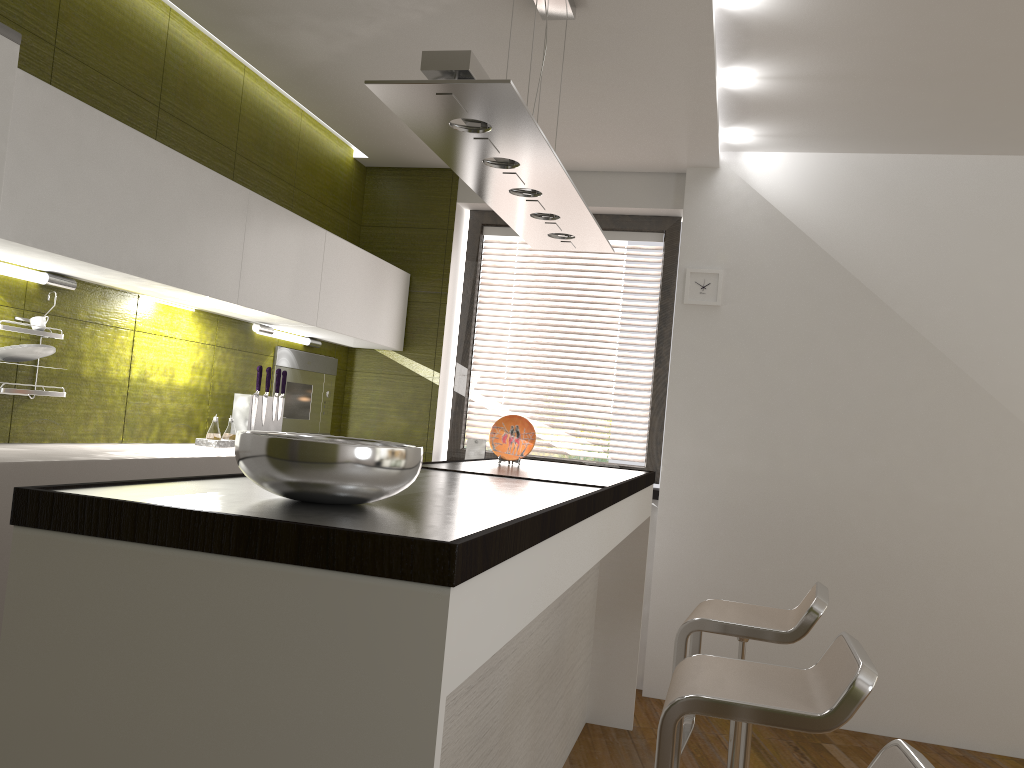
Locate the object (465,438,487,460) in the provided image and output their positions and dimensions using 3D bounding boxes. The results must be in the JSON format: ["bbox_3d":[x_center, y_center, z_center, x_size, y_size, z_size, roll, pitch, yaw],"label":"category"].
[{"bbox_3d":[-0.199,0.383,4.821,0.106,0.169,0.057,5,-3,9],"label":"object"}]

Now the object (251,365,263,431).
[{"bbox_3d":[-1.101,0.088,3.800,0.013,0.339,0.046,5,-3,14],"label":"object"}]

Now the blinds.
[{"bbox_3d":[-1.571,-2.765,8.608,16.000,12.704,9.030,7,-3,-36],"label":"blinds"}]

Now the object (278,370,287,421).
[{"bbox_3d":[-1.043,0.053,4.014,0.013,0.231,0.040,5,-3,14],"label":"object"}]

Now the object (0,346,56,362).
[{"bbox_3d":[-1.449,-0.089,2.620,0.173,0.052,0.181,5,-3,14],"label":"object"}]

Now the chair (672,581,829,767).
[{"bbox_3d":[0.753,1.062,2.878,0.460,0.857,0.418,4,-3,19],"label":"chair"}]

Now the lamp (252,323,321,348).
[{"bbox_3d":[-1.068,-0.228,4.256,0.095,0.041,0.716,5,-3,14],"label":"lamp"}]

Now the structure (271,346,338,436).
[{"bbox_3d":[-1.058,0.075,4.533,0.015,0.469,0.663,5,-3,14],"label":"structure"}]

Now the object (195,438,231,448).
[{"bbox_3d":[-1.204,0.238,3.571,0.107,0.032,0.107,5,-3,15],"label":"object"}]

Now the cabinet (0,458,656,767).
[{"bbox_3d":[-0.086,0.832,2.580,0.663,1.134,2.947,5,-3,14],"label":"cabinet"}]

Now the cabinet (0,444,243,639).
[{"bbox_3d":[-1.159,0.797,3.476,0.465,1.086,2.940,5,-3,14],"label":"cabinet"}]

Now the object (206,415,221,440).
[{"bbox_3d":[-1.199,0.184,3.574,0.059,0.121,0.059,7,-3,-30],"label":"object"}]

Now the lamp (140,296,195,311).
[{"bbox_3d":[-1.320,-0.307,3.410,0.008,0.008,0.334,5,-3,14],"label":"lamp"}]

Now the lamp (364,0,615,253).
[{"bbox_3d":[0.072,-0.915,2.695,0.326,0.683,1.677,5,-3,14],"label":"lamp"}]

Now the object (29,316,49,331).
[{"bbox_3d":[-1.459,-0.185,2.726,0.046,0.053,0.051,8,-4,-44],"label":"object"}]

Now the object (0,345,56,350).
[{"bbox_3d":[-1.449,-0.092,2.620,0.173,0.052,0.181,5,-3,14],"label":"object"}]

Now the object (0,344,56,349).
[{"bbox_3d":[-1.450,-0.095,2.621,0.173,0.052,0.181,5,-3,14],"label":"object"}]

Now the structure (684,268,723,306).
[{"bbox_3d":[0.960,-0.485,4.446,0.180,0.180,0.026,5,-3,14],"label":"structure"}]

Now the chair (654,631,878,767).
[{"bbox_3d":[0.551,1.007,2.058,0.460,0.857,0.418,5,-3,14],"label":"chair"}]

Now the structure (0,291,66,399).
[{"bbox_3d":[-1.465,-0.127,2.679,0.110,0.346,0.266,5,-3,14],"label":"structure"}]

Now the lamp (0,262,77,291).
[{"bbox_3d":[-1.522,-0.345,2.544,0.041,0.041,0.715,5,-3,14],"label":"lamp"}]

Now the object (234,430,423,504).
[{"bbox_3d":[-0.310,0.145,1.501,0.311,0.105,0.311,4,-3,27],"label":"object"}]

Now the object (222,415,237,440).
[{"bbox_3d":[-1.178,0.192,3.711,0.059,0.121,0.059,6,-3,-19],"label":"object"}]

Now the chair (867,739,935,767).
[{"bbox_3d":[0.348,0.952,1.237,0.460,0.857,0.418,5,-3,9],"label":"chair"}]

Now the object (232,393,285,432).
[{"bbox_3d":[-1.120,0.164,3.911,0.107,0.227,0.293,5,-3,14],"label":"object"}]

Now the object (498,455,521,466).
[{"bbox_3d":[-0.001,0.245,3.419,0.088,0.131,0.072,5,-3,9],"label":"object"}]

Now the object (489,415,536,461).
[{"bbox_3d":[0.002,0.207,3.422,0.184,0.178,0.055,5,-3,10],"label":"object"}]

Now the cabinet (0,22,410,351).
[{"bbox_3d":[-1.296,0.271,3.270,0.724,2.089,3.471,5,-3,14],"label":"cabinet"}]

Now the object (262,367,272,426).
[{"bbox_3d":[-1.078,0.055,3.879,0.013,0.264,0.042,5,-3,14],"label":"object"}]

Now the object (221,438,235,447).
[{"bbox_3d":[-1.183,0.246,3.708,0.107,0.032,0.107,4,-3,26],"label":"object"}]

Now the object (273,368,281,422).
[{"bbox_3d":[-1.055,0.051,3.965,0.013,0.243,0.036,5,-3,14],"label":"object"}]
